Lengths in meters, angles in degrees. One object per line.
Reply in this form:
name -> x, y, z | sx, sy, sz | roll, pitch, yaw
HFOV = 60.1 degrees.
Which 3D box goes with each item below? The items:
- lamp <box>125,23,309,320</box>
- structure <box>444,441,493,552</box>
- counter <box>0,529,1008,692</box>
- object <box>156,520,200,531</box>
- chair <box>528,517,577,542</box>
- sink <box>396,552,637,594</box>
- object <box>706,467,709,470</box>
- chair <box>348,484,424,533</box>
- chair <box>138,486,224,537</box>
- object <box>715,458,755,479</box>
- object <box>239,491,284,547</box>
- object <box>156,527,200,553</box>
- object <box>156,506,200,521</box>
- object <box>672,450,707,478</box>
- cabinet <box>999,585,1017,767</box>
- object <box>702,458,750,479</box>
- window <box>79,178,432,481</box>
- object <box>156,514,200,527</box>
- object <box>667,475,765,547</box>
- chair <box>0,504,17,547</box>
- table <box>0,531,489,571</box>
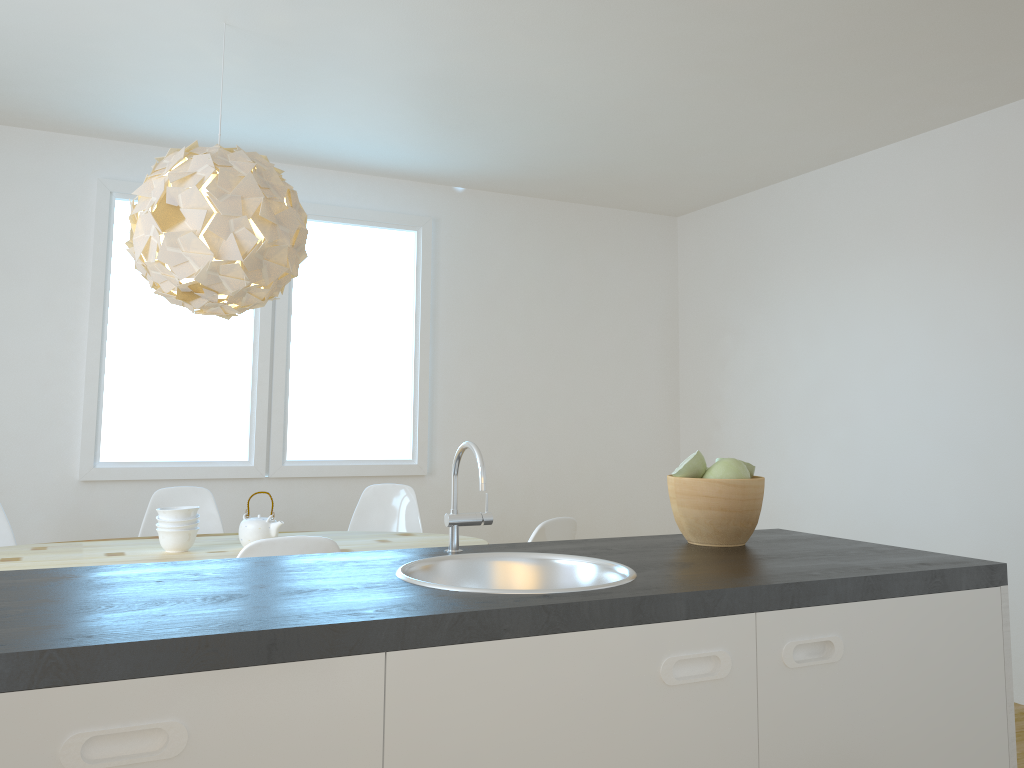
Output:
lamp -> -1.080, -0.802, 3.309 | 0.638, 1.142, 0.644 | 3, -6, -27
structure -> -0.058, 0.219, 1.707 | 0.097, 0.216, 0.161 | 3, -6, -26
counter -> -0.291, 0.330, 1.389 | 2.397, 0.040, 0.598 | 2, -3, -26
object -> -1.231, 0.550, 3.256 | 0.152, 0.093, 0.150 | 0, -4, 13
chair -> -0.064, 0.890, 2.974 | 0.522, 0.907, 0.428 | -3, -7, 34
sink -> 0.007, 0.391, 1.490 | 0.404, 0.158, 0.402 | 0, -3, 16
object -> 0.412, 0.223, 1.929 | 0.081, 0.086, 0.097 | -2, -5, 29
chair -> -0.638, 0.942, 4.167 | 0.430, 0.907, 0.520 | 0, -5, 4
chair -> -1.431, 0.920, 3.857 | 0.429, 0.907, 0.520 | 3, -6, -26
object -> 0.490, 0.194, 1.939 | 0.084, 0.066, 0.085 | 2, -4, -14
object -> -0.959, 0.517, 3.367 | 0.147, 0.213, 0.176 | 3, -5, -26
object -> -1.231, 0.573, 3.257 | 0.152, 0.083, 0.151 | 0, -4, 13
object -> -1.232, 0.498, 3.261 | 0.152, 0.087, 0.151 | 0, -4, 2
object -> 0.376, 0.176, 1.881 | 0.074, 0.072, 0.077 | 1, -4, -1
cabinet -> -0.295, 0.805, 1.337 | 2.397, 0.916, 0.598 | 2, -5, -26
object -> 0.448, 0.204, 1.859 | 0.102, 0.099, 0.086 | 1, -5, -5
window -> -0.828, -0.077, 3.898 | 1.877, 2.066, 2.538 | 3, -5, -26
object -> -1.231, 0.526, 3.256 | 0.152, 0.096, 0.150 | 1, -4, -9
object -> 0.437, 0.269, 1.898 | 0.205, 0.143, 0.204 | -1, -4, 25
chair -> -2.054, 0.893, 3.421 | 0.522, 0.907, 0.428 | -4, -7, 39
table -> -1.112, 0.977, 3.169 | 2.187, 0.730, 1.189 | 2, -4, -27
